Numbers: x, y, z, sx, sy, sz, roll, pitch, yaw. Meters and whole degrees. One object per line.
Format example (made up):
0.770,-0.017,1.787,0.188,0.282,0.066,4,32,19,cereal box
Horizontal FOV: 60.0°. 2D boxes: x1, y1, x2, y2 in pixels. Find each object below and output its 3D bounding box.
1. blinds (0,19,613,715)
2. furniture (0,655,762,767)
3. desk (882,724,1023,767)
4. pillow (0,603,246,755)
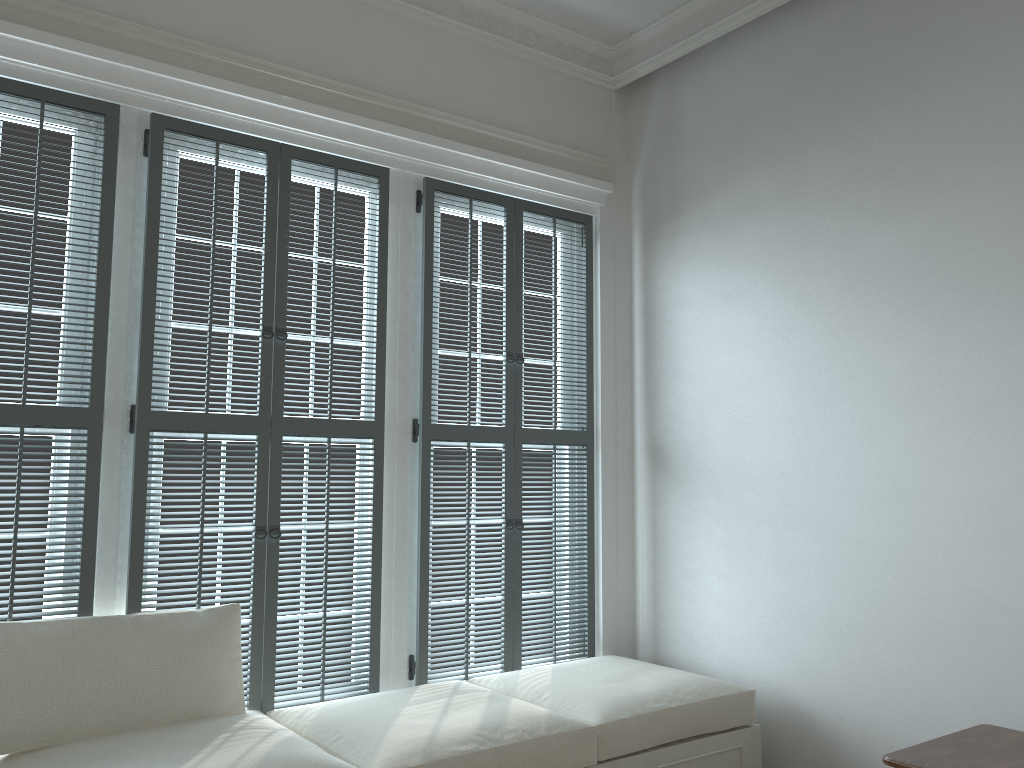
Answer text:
-0.826,0.104,3.072,3.076,2.238,0.141,5,-8,-36,blinds
-0.593,1.225,2.595,3.150,0.459,0.837,5,-8,-36,furniture
1.583,1.247,1.828,0.555,0.668,1.443,5,-8,-36,desk
-1.175,0.852,2.585,0.787,0.360,0.193,5,-8,-35,pillow
